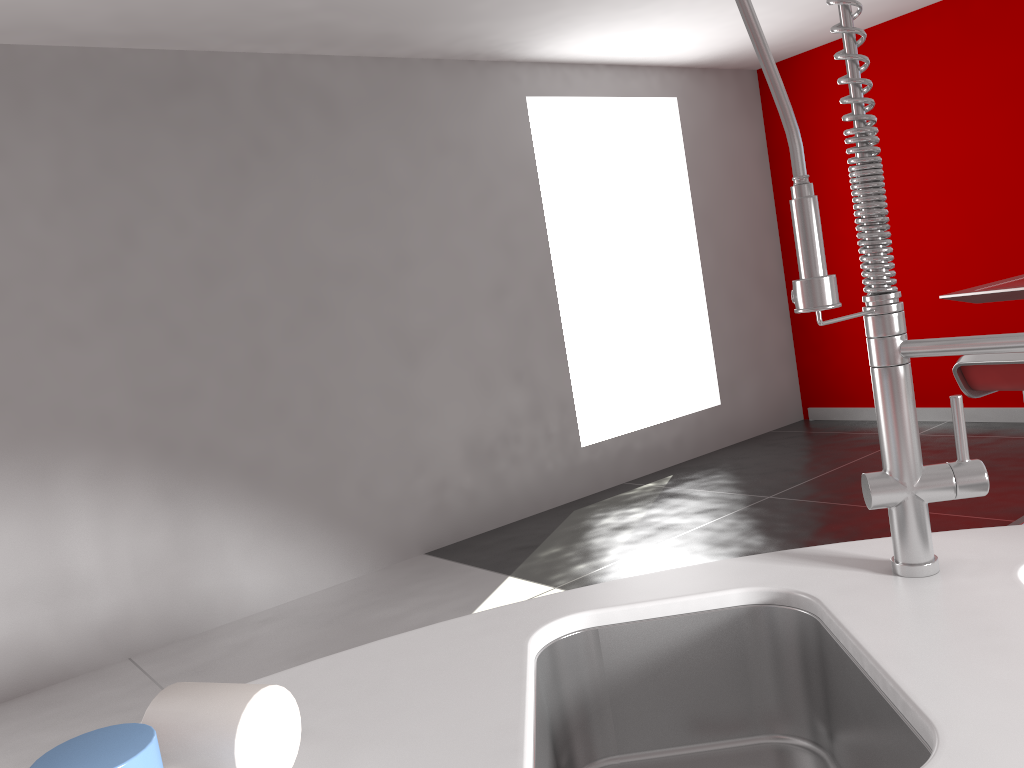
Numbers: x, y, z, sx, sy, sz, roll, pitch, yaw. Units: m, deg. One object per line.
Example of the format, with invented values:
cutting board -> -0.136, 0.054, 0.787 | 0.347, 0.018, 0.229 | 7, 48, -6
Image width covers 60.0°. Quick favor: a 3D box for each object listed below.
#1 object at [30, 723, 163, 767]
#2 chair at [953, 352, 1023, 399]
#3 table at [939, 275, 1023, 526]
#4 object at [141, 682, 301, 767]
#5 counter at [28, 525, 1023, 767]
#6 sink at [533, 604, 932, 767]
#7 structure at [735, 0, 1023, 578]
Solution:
object -> -0.278, 0.297, 0.583 | 0.080, 0.100, 0.109 | -7, 6, 27
chair -> 1.713, 0.291, 2.737 | 0.460, 0.857, 0.418 | -13, 6, -31
table -> 2.515, 0.065, 2.948 | 0.800, 1.000, 1.700 | -13, 7, -36
object -> -0.242, 0.288, 0.707 | 0.100, 0.080, 0.109 | -7, 6, 24
counter -> 0.577, 0.705, 0.257 | 2.865, 0.880, 1.868 | -10, 5, -2
sink -> 0.187, 0.375, 0.832 | 0.326, 0.172, 0.428 | -9, 5, 3
structure -> 0.361, -0.236, 0.884 | 0.308, 0.920, 0.178 | -9, 5, 7
